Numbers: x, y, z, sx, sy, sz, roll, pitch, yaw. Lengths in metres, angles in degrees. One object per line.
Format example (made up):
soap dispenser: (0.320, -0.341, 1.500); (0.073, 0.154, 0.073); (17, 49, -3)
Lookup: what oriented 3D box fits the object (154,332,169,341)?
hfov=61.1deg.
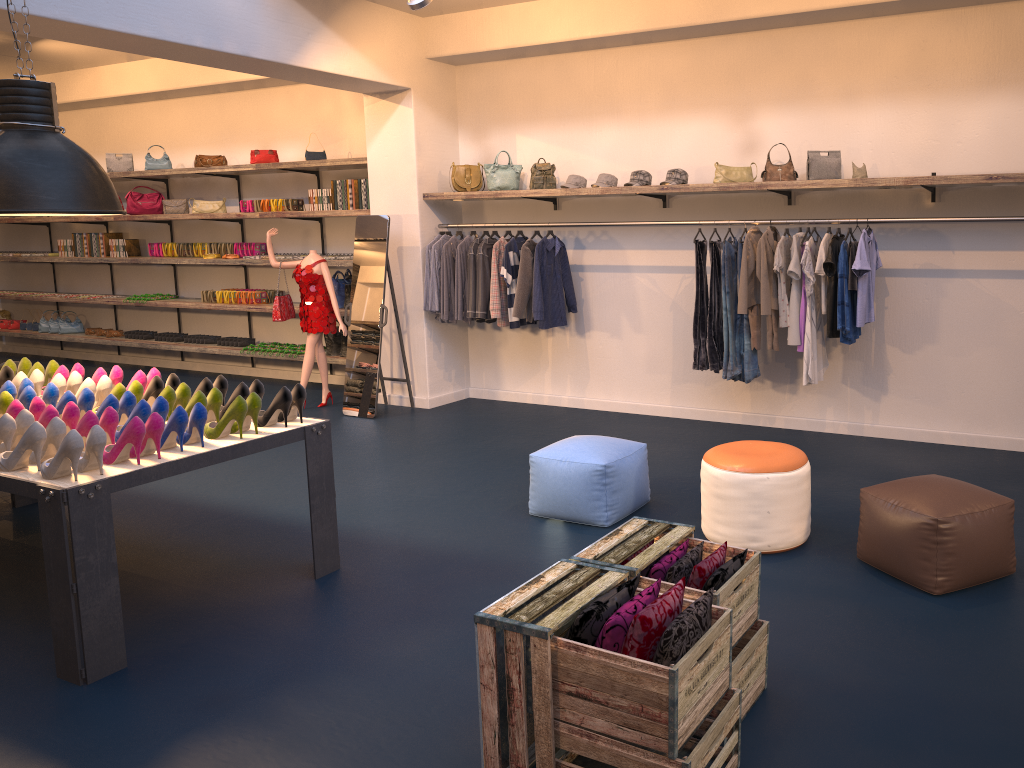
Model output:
object: (-4.083, -0.556, 10.128); (0.061, 0.087, 0.201); (4, 11, 34)

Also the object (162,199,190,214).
object: (-3.733, -1.971, 9.641); (0.276, 0.174, 0.102); (-2, 8, -9)

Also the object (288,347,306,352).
object: (-2.225, -0.358, 8.979); (0.079, 0.063, 0.257); (6, 12, 39)

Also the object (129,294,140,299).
object: (-4.321, -1.011, 10.050); (0.077, 0.063, 0.257); (6, 12, 37)

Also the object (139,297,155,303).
object: (-4.163, -0.959, 9.906); (0.078, 0.057, 0.251); (4, 11, 29)

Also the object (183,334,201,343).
object: (-3.640, -0.518, 9.889); (0.202, 0.087, 0.061); (-7, 10, -33)

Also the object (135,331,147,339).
object: (-4.370, -0.581, 10.284); (0.061, 0.087, 0.201); (4, 11, 34)

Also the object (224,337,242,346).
object: (-3.069, -0.468, 9.578); (0.202, 0.087, 0.061); (-8, 10, -35)

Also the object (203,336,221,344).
object: (-3.359, -0.493, 9.736); (0.197, 0.087, 0.063); (-4, 8, -19)

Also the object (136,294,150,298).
object: (-4.226, -1.008, 10.032); (0.077, 0.067, 0.257); (6, 12, 39)

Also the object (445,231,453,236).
object: (-0.580, -1.350, 7.915); (0.009, 0.218, 0.465); (3, 10, 34)

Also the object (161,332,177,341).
object: (-3.969, -0.546, 10.068); (0.061, 0.087, 0.201); (4, 11, 34)

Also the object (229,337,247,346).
object: (-3.012, -0.463, 9.547); (0.202, 0.087, 0.061); (-8, 10, -35)

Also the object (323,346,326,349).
object: (-2.028, -0.383, 9.110); (0.082, 0.067, 0.244); (1, 10, 13)

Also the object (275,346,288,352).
object: (-2.375, -0.370, 9.060); (0.077, 0.063, 0.257); (6, 12, 37)

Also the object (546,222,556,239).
object: (0.329, -1.275, 7.443); (0.009, 0.218, 0.465); (3, 10, 34)

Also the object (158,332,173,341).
object: (-4.027, -0.551, 10.099); (0.061, 0.087, 0.201); (4, 11, 34)

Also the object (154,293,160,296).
object: (-4.125, -1.035, 10.182); (0.079, 0.074, 0.248); (2, 10, 20)

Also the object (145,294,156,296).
object: (-4.240, -1.041, 10.213); (0.253, 0.053, 0.080); (-6, 10, -27)

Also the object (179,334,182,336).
object: (-3.796, -0.559, 9.969); (0.011, 0.022, 0.051); (3, 10, 33)

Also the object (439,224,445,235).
object: (-0.635, -1.355, 7.945); (0.009, 0.218, 0.465); (3, 10, 34)

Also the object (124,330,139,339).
object: (-4.541, -0.596, 10.377); (0.061, 0.087, 0.201); (4, 11, 34)

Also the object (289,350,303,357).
object: (-2.216, -0.317, 8.915); (0.078, 0.057, 0.251); (4, 11, 29)

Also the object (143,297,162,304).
object: (-4.096, -0.950, 9.853); (0.078, 0.057, 0.251); (4, 11, 29)

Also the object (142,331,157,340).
object: (-4.257, -0.571, 10.224); (0.061, 0.087, 0.201); (4, 11, 34)

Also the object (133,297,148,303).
object: (-4.245, -0.963, 9.934); (0.078, 0.057, 0.251); (4, 11, 29)

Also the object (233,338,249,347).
object: (-2.956, -0.458, 9.517); (0.202, 0.087, 0.061); (-7, 10, -34)

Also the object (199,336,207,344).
object: (-3.415, -0.498, 9.766); (0.198, 0.087, 0.062); (-5, 9, -23)

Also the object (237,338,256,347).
object: (-2.899, -0.453, 9.486); (0.201, 0.087, 0.061); (-7, 9, -30)

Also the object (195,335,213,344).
object: (-3.469, -0.503, 9.796); (0.200, 0.087, 0.061); (-6, 9, -27)

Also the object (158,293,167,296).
object: (-4.071, -1.026, 10.120); (0.083, 0.072, 0.242); (1, 10, 12)

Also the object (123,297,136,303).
object: (-4.393, -0.977, 10.022); (0.078, 0.057, 0.251); (4, 11, 29)

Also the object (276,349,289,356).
object: (-2.365, -0.330, 8.996); (0.078, 0.057, 0.251); (4, 11, 29)

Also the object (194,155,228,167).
object: (-3.185, -2.379, 9.280); (0.371, 0.140, 0.393); (8, 13, 42)

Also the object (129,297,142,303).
object: (-4.312, -0.972, 9.987); (0.078, 0.057, 0.251); (4, 11, 29)

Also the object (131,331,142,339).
object: (-4.428, -0.586, 10.317); (0.061, 0.087, 0.201); (4, 11, 34)

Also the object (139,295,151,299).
object: (-4.172, -0.999, 9.970); (0.079, 0.063, 0.257); (6, 12, 39)

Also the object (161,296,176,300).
object: (-3.996, -0.978, 10.003); (0.078, 0.057, 0.251); (4, 11, 29)

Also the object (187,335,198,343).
object: (-3.585, -0.513, 9.859); (0.201, 0.087, 0.061); (-6, 9, -30)

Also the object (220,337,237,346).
object: (-3.127, -0.473, 9.609); (0.203, 0.087, 0.061); (-10, 11, -42)

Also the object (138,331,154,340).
object: (-4.315, -0.576, 10.255); (0.061, 0.087, 0.201); (4, 11, 34)

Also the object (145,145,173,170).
object: (-3.939, -2.512, 9.656); (0.294, 0.280, 0.090); (-5, 8, -24)

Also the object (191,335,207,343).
object: (-3.528, -0.508, 9.829); (0.200, 0.087, 0.061); (-6, 9, -27)

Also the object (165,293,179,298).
object: (-3.975, -1.024, 10.101); (0.082, 0.067, 0.244); (1, 10, 13)

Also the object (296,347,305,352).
object: (-2.130, -0.355, 8.960); (0.078, 0.067, 0.257); (6, 12, 39)

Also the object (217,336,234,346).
object: (-3.182, -0.478, 9.639); (0.203, 0.087, 0.061); (-9, 11, -41)

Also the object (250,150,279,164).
object: (-2.530, -2.319, 8.875); (0.296, 0.148, 0.107); (-5, 9, -24)

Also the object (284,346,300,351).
object: (-2.279, -0.367, 9.041); (0.077, 0.067, 0.257); (6, 12, 39)

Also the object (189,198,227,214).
object: (-3.294, -1.930, 9.399); (0.383, 0.173, 0.220); (-4, 9, -17)

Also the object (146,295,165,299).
object: (-4.077, -0.996, 9.951); (0.078, 0.067, 0.257); (6, 12, 39)

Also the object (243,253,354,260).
object: (-2.129, -1.312, 8.930); (1.419, 0.060, 0.519); (5, 12, 29)

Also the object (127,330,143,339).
object: (-4.485, -0.591, 10.348); (0.061, 0.087, 0.201); (4, 11, 34)
